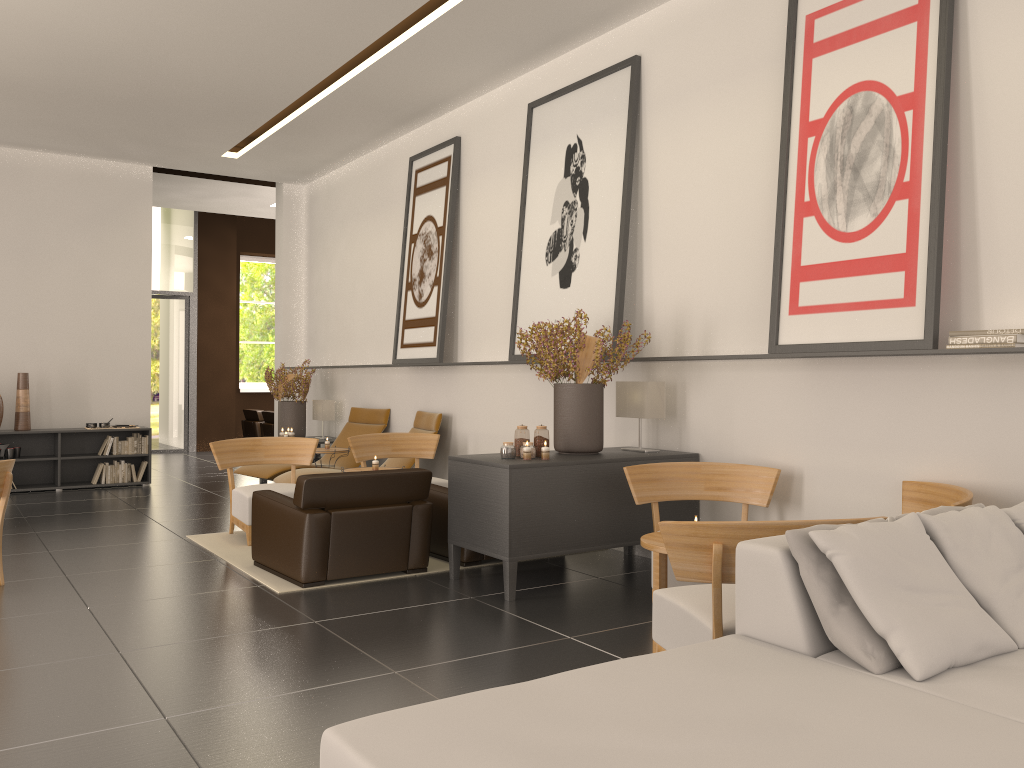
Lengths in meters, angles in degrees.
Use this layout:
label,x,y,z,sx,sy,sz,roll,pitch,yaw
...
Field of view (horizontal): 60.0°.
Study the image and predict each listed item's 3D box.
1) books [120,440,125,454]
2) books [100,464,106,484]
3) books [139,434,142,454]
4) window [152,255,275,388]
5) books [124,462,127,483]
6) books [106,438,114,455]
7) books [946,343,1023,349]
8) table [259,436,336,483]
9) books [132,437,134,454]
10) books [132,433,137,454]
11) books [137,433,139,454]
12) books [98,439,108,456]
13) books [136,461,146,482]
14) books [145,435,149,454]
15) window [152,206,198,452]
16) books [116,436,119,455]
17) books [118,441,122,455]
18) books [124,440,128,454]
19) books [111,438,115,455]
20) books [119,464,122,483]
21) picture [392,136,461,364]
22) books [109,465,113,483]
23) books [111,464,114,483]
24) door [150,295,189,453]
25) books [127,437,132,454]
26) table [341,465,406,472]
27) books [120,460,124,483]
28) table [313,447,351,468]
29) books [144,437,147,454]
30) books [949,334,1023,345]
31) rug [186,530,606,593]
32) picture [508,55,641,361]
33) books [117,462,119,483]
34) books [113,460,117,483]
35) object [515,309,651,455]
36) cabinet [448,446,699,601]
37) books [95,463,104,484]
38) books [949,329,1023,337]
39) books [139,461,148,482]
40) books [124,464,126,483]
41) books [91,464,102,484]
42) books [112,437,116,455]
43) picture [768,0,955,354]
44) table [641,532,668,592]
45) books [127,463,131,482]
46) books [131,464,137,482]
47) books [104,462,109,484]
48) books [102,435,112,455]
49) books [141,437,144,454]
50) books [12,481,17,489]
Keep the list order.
label,x,y,z,sx,sy,sz,roll,pitch,yaw
books,-7.262,1.181,16.529,0.054,0.249,0.167,1,-1,-33
books,-7.529,1.654,16.325,0.071,0.344,0.265,1,-1,-33
books,-7.008,1.126,16.672,0.039,0.358,0.210,1,-1,-33
window,-5.024,-3.597,19.522,99.112,20.586,48.621,0,0,-33
books,-7.218,1.647,16.530,0.023,0.357,0.266,1,-1,-33
books,-7.441,1.146,16.360,0.130,0.322,0.252,1,-1,-33
books,3.572,-0.276,6.584,0.376,0.032,0.504,0,0,-33
table,-4.074,1.487,17.055,1.600,0.840,1.600,0,0,-33
books,-7.110,1.146,16.589,0.039,0.318,0.236,1,-1,-33
books,-7.077,1.113,16.613,0.039,0.384,0.232,1,-1,-33
books,-7.035,1.113,16.648,0.029,0.385,0.219,1,-1,-33
books,-7.522,1.161,16.306,0.142,0.290,0.252,1,0,-33
books,-6.992,1.647,16.690,0.154,0.361,0.249,1,-1,-33
books,-6.893,1.136,16.721,0.022,0.339,0.253,1,-1,-33
window,-12.926,-1.818,21.425,10.308,7.383,0.100,0,-1,-33
books,-7.350,1.141,16.459,0.054,0.329,0.187,1,-1,-33
books,-7.309,1.181,16.498,0.054,0.249,0.167,1,-1,-33
books,-7.216,1.181,16.559,0.054,0.249,0.167,1,-1,-33
books,-7.384,1.153,16.405,0.017,0.305,0.239,1,-1,-33
books,-7.299,1.658,16.488,0.041,0.335,0.248,1,-1,-33
picture,-1.389,-2.067,14.192,0.384,3.494,1.600,1,-1,-33
books,-7.428,1.662,16.397,0.057,0.328,0.257,1,-1,-33
books,-7.395,1.662,16.414,0.016,0.328,0.265,1,-1,-33
door,-9.938,-0.266,23.754,2.377,4.270,0.100,0,-1,-18
books,-7.148,1.150,16.558,0.054,0.311,0.244,1,-1,-33
table,-1.718,1.489,10.998,0.797,0.904,0.797,0,0,-11
books,-7.264,1.623,16.513,0.041,0.404,0.245,1,-1,-33
table,-3.016,1.479,14.319,0.797,0.904,0.797,0,0,34
books,-6.931,1.153,16.712,0.048,0.305,0.226,1,-1,-33
books,3.589,-0.324,6.581,0.391,0.063,0.497,0,0,-33
rug,-1.504,1.947,10.910,4.000,0.010,3.557,0,0,-33
picture,0.720,-2.041,11.004,0.384,3.494,2.193,1,-1,-33
books,-7.341,1.637,16.476,0.041,0.377,0.221,1,-1,-33
books,-7.369,1.622,16.452,0.031,0.406,0.231,1,-1,-33
object,0.905,-0.047,9.425,1.422,1.554,1.436,0,0,-21
cabinet,0.662,1.349,9.160,2.400,1.240,1.120,0,0,-33
books,-7.598,1.642,16.288,0.156,0.371,0.252,1,-1,-33
books,3.574,-0.375,6.576,0.299,0.040,0.526,0,0,-43
books,-6.967,1.641,16.705,0.156,0.371,0.252,1,-1,-33
books,-7.234,1.654,16.520,0.014,0.342,0.266,1,-1,-33
books,-7.623,1.647,16.273,0.154,0.361,0.249,1,-1,-33
books,-7.363,1.143,16.410,0.019,0.324,0.254,1,-1,-33
picture,2.959,-2.014,7.617,0.384,3.494,1.600,1,-1,-33
table,1.414,1.585,6.726,0.870,0.803,0.870,0,0,-41
books,-7.186,1.652,16.593,0.057,0.346,0.197,1,-1,-33
books,-7.107,1.664,16.621,0.106,0.325,0.238,1,-1,-33
books,-7.487,1.637,16.363,0.041,0.377,0.248,1,-1,-33
books,-7.477,1.130,16.346,0.138,0.355,0.236,1,-1,-33
books,-6.964,1.149,16.679,0.039,0.313,0.246,1,-1,-33
books,-8.745,1.682,15.492,0.142,0.290,0.252,1,0,-33
